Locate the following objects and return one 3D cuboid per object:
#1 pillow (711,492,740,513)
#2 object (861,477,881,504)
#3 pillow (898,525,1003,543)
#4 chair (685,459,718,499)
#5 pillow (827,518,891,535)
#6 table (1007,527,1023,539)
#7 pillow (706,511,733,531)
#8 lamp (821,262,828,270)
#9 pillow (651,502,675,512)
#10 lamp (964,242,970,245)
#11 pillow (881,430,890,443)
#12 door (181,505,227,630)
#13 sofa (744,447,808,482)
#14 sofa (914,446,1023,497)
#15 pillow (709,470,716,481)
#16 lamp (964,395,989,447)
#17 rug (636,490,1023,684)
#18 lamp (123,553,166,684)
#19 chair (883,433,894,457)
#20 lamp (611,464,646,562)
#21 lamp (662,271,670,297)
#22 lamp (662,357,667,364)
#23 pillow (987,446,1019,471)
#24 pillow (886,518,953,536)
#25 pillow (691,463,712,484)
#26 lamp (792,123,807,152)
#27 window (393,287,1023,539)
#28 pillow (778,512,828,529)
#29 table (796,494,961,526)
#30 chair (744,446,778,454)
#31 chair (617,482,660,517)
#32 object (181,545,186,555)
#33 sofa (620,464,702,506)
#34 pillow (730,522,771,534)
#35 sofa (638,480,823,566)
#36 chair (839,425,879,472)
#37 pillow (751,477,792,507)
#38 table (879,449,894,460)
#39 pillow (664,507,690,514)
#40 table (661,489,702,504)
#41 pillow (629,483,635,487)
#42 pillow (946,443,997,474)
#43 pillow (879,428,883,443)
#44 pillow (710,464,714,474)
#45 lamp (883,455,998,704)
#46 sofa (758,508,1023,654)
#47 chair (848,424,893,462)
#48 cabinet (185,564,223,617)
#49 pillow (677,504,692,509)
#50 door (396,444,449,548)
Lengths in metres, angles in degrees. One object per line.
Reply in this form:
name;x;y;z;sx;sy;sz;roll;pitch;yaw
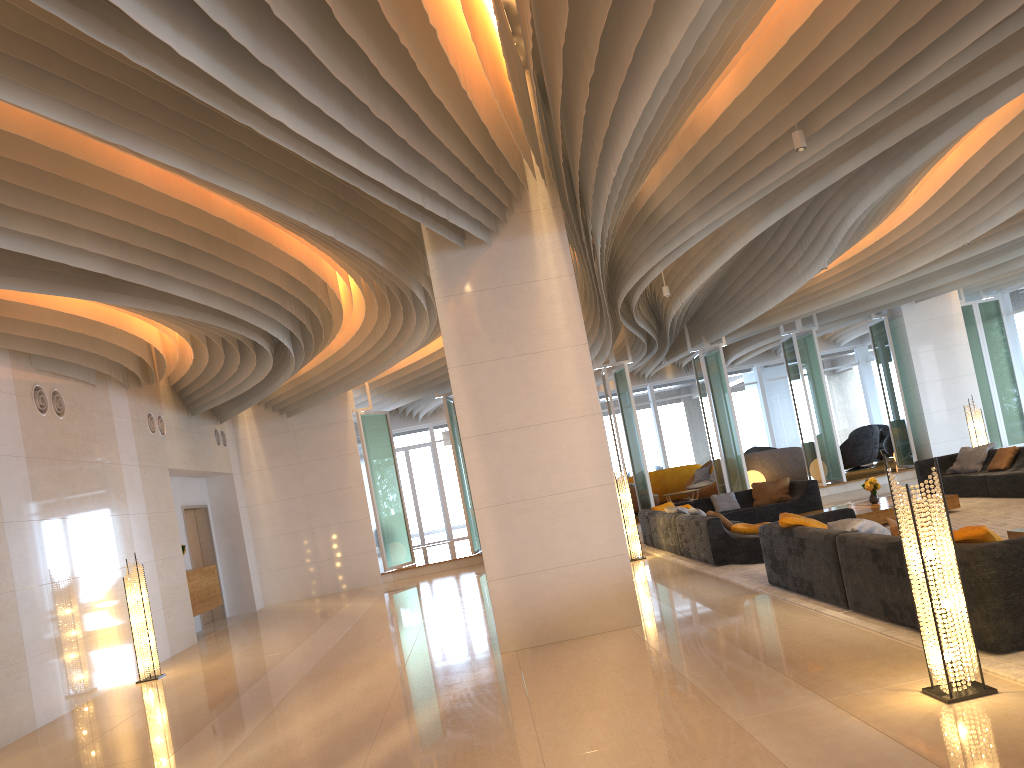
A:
pillow;3.512;1.952;14.611;0.408;0.311;0.323;-11;-5;-2
object;4.923;1.447;12.120;0.234;0.375;0.269;-13;-5;28
pillow;2.779;1.000;5.345;0.553;0.376;0.635;-8;-6;-26
chair;4.754;2.241;21.236;1.143;1.001;1.515;-9;-6;-16
pillow;2.796;1.250;7.024;0.421;0.375;0.588;-11;-5;-2
table;5.048;1.119;6.812;1.603;0.219;1.605;-10;-6;-4
pillow;2.583;1.684;10.830;0.329;0.310;0.425;-11;-5;-2
lamp;4.135;-2.307;12.159;0.088;1.501;0.090;-13;-4;41
pillow;2.548;2.102;14.523;0.413;0.315;0.339;-8;-6;-32
lamp;6.158;-2.673;12.332;0.088;1.501;0.090;-13;-4;41
pillow;10.390;1.435;24.394;0.500;0.407;0.469;-13;-5;23
door;-5.502;3.185;15.557;0.247;2.093;1.408;-11;-4;-4
sofa;6.229;2.014;21.243;1.125;0.897;2.538;-6;-8;-44
sofa;6.900;1.189;12.132;0.943;0.580;3.788;-10;-6;-4
pillow;4.871;2.087;20.917;0.464;0.407;0.506;-11;-5;-2
lamp;7.575;0.889;14.386;0.250;1.445;0.250;-11;-3;-4
rug;5.057;1.268;7.129;5.521;0.022;16.266;-10;-6;-4
lamp;-4.243;2.653;10.129;0.250;1.445;0.250;-11;-3;-4
chair;10.123;1.346;22.354;1.519;1.002;1.140;-11;-5;-2
lamp;1.675;1.845;12.919;0.250;1.445;0.250;-11;-3;-4
lamp;1.948;-1.911;11.974;0.088;1.501;0.090;-13;-4;41
lamp;3.372;-1.212;20.432;0.089;1.501;0.089;-11;-3;5
pillow;6.969;1.062;12.597;0.323;0.311;0.408;-10;-5;-6
pillow;2.829;1.086;5.990;0.444;0.408;0.603;-11;-5;-2
pillow;4.642;2.175;21.553;0.478;0.453;0.615;-6;-7;-42
lamp;2.070;-2.527;6.812;0.089;1.501;0.089;-10;-3;-13
window;8.795;-1.037;9.594;22.442;3.207;53.990;-6;-8;-38
pillow;2.678;1.314;7.916;0.544;0.376;0.645;-12;-6;18
table;4.847;1.746;11.947;1.603;0.219;1.605;-10;-6;-4
chair;6.819;2.073;23.202;1.531;1.002;1.131;-9;-5;-21
chair;2.791;2.529;20.487;1.134;1.001;1.527;-11;-5;4
object;-5.048;2.613;13.417;0.267;0.495;0.235;-10;-4;-17
sofa;3.726;2.638;22.525;2.576;0.898;1.108;-9;-5;-15
pillow;2.846;1.705;10.533;0.407;0.135;0.422;-14;-7;29
sofa;3.607;1.814;12.424;2.829;0.651;5.103;-10;-6;-4
chair;8.453;1.606;21.842;1.535;1.002;1.128;-7;-6;-31
pillow;4.297;1.784;14.696;0.634;0.376;0.553;-13;-6;18
table;10.221;1.791;23.340;1.079;0.317;0.823;-11;-6;2
pillow;2.528;1.894;12.629;0.548;0.375;0.652;-10;-6;-8
table;3.958;2.672;20.613;0.825;0.317;1.075;-8;-7;-22
pillow;2.747;2.377;20.165;0.476;0.452;0.618;-9;-6;-22
pillow;6.947;1.135;13.439;0.553;0.376;0.635;-8;-6;-26
pillow;10.059;1.480;24.647;0.606;0.421;0.373;-11;-4;-1
pillow;4.963;2.070;21.332;0.375;0.420;0.602;-9;-6;-26
lamp;2.064;0.916;4.343;0.250;1.194;0.250;-11;-3;-4
sofa;2.897;1.321;6.632;0.943;0.580;3.788;-10;-6;-4
chair;10.056;1.593;24.390;1.513;1.002;1.145;-12;-5;8
cabinet;-5.039;3.240;13.752;0.560;0.659;1.514;-10;-6;-4
pillow;2.558;1.921;12.969;0.329;0.334;0.419;-7;-6;-38
door;-2.706;3.153;24.721;1.461;2.761;0.060;-10;-3;-5
